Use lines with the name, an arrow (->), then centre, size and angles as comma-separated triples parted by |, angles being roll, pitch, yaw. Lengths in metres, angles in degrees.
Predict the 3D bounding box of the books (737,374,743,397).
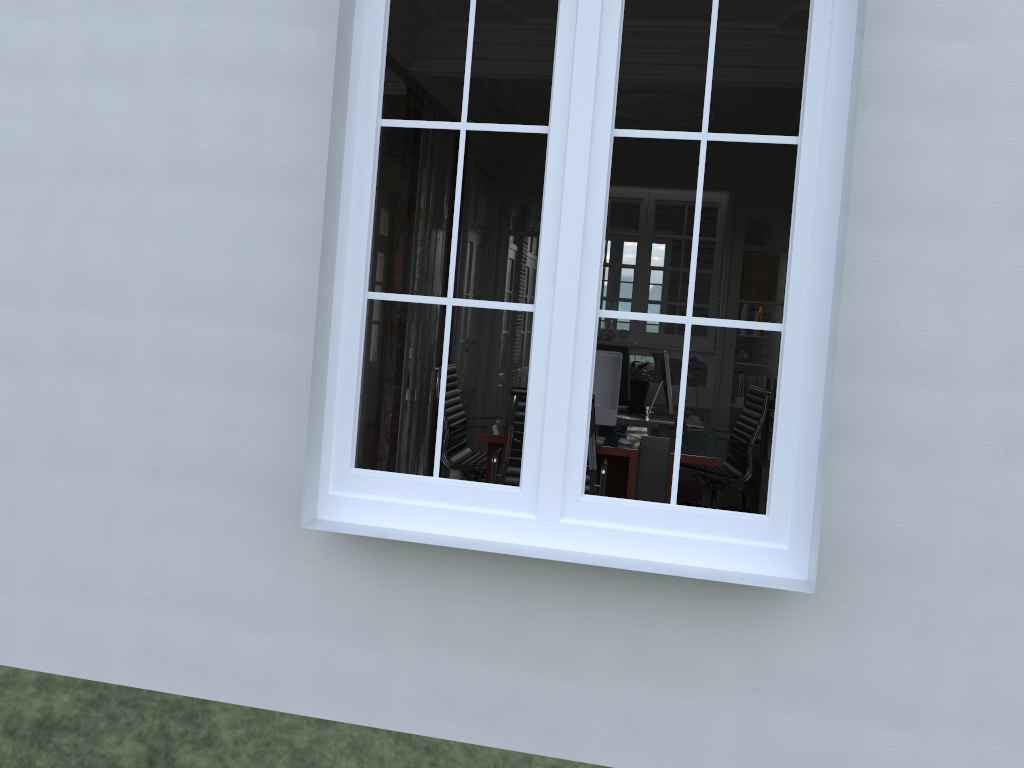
books -> 2.109, 0.044, 8.208 | 0.037, 0.287, 0.194 | 5, 2, 18

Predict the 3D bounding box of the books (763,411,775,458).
books -> 2.032, 0.389, 6.649 | 0.258, 0.354, 0.049 | 5, 1, 10

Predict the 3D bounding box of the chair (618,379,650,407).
chair -> 0.773, 0.416, 7.309 | 0.476, 0.918, 0.601 | 6, 3, 40

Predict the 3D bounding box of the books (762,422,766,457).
books -> 1.998, 0.429, 6.702 | 0.182, 0.262, 0.056 | 5, 1, 10

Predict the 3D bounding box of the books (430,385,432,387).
books -> -1.180, 0.037, 14.146 | 0.254, 0.030, 0.175 | 6, 4, 15

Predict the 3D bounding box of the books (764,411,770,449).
books -> 2.032, 0.392, 6.625 | 0.259, 0.352, 0.070 | 5, 1, 10

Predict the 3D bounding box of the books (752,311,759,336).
books -> 2.250, -0.560, 8.188 | 0.026, 0.223, 0.161 | 5, 2, 10

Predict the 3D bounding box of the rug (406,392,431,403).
rug -> -1.345, 0.215, 13.563 | 1.068, 0.016, 1.070 | 5, 4, 10

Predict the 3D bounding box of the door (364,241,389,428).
door -> -1.599, -0.547, 9.709 | 0.041, 2.083, 1.077 | 5, 2, 10

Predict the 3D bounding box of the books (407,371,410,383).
books -> -1.702, -0.085, 14.441 | 0.044, 0.270, 0.140 | 5, 2, 10

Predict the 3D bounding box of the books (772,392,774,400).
books -> 2.404, 0.079, 8.142 | 0.024, 0.282, 0.194 | 5, 2, 14

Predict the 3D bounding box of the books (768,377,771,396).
books -> 2.359, 0.077, 8.152 | 0.024, 0.277, 0.194 | 5, 2, 14

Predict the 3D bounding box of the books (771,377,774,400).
books -> 2.390, 0.073, 8.146 | 0.013, 0.288, 0.194 | 5, 2, 14

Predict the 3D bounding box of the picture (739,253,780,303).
picture -> 2.275, -0.973, 8.142 | 0.326, 0.434, 0.009 | 5, 1, 10

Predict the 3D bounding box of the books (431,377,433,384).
books -> -1.279, -0.015, 14.386 | 0.026, 0.206, 0.161 | 5, 2, 10

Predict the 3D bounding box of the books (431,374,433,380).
books -> -1.316, -0.050, 14.394 | 0.053, 0.268, 0.176 | 5, 2, 10

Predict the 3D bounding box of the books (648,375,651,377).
books -> 1.228, -0.088, 8.598 | 0.168, 0.007, 0.190 | 3, 5, -18

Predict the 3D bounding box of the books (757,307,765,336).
books -> 2.291, -0.579, 8.179 | 0.055, 0.268, 0.192 | 5, 2, 10

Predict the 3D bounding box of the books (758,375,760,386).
books -> 2.278, 0.058, 8.159 | 0.045, 0.282, 0.180 | 5, 2, 16

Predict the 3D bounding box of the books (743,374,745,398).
books -> 2.149, 0.051, 8.195 | 0.022, 0.288, 0.194 | 5, 2, 18

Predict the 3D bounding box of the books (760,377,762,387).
books -> 2.296, 0.069, 8.145 | 0.043, 0.281, 0.194 | 5, 2, 16

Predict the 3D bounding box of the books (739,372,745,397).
books -> 2.125, 0.042, 8.210 | 0.038, 0.295, 0.180 | 5, 2, 18

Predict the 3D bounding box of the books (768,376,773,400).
books -> 2.380, 0.070, 8.156 | 0.030, 0.290, 0.180 | 5, 2, 14

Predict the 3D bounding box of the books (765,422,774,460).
books -> 2.003, 0.430, 6.566 | 0.222, 0.282, 0.061 | 5, 1, 10

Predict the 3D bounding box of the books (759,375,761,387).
books -> 2.287, 0.065, 8.150 | 0.045, 0.286, 0.194 | 5, 2, 16

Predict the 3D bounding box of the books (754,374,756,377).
books -> 2.229, 0.059, 8.161 | 0.009, 0.288, 0.194 | 5, 2, 15

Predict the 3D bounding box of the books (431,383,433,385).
books -> -1.174, 0.011, 14.143 | 0.204, 0.023, 0.144 | 5, 4, 10

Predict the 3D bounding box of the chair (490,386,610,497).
chair -> 0.184, 0.519, 4.680 | 0.666, 1.021, 0.699 | 5, 2, 14

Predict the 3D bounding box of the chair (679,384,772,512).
chair -> 1.393, 0.507, 6.089 | 0.699, 1.021, 0.666 | 5, 2, 5

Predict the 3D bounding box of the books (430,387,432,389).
books -> -1.178, 0.068, 14.142 | 0.284, 0.031, 0.198 | 4, 4, -5

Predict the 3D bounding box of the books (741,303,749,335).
books -> 2.156, -0.602, 8.230 | 0.042, 0.286, 0.216 | 5, 2, 10

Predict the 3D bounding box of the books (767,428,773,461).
books -> 1.994, 0.453, 6.532 | 0.197, 0.240, 0.058 | 5, 1, 10

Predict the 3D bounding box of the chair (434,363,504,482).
chair -> -0.203, 0.407, 5.722 | 0.699, 1.021, 0.666 | 5, 2, 4

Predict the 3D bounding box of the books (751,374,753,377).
books -> 2.194, 0.055, 8.170 | 0.039, 0.288, 0.194 | 5, 2, 15

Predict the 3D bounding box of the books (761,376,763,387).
books -> 2.305, 0.073, 8.144 | 0.045, 0.286, 0.194 | 5, 2, 16

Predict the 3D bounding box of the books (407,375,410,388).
books -> -1.659, -0.042, 14.440 | 0.048, 0.191, 0.144 | 5, 2, 10

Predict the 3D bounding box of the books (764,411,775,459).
books -> 2.029, 0.394, 6.595 | 0.272, 0.354, 0.063 | 5, 1, 10
